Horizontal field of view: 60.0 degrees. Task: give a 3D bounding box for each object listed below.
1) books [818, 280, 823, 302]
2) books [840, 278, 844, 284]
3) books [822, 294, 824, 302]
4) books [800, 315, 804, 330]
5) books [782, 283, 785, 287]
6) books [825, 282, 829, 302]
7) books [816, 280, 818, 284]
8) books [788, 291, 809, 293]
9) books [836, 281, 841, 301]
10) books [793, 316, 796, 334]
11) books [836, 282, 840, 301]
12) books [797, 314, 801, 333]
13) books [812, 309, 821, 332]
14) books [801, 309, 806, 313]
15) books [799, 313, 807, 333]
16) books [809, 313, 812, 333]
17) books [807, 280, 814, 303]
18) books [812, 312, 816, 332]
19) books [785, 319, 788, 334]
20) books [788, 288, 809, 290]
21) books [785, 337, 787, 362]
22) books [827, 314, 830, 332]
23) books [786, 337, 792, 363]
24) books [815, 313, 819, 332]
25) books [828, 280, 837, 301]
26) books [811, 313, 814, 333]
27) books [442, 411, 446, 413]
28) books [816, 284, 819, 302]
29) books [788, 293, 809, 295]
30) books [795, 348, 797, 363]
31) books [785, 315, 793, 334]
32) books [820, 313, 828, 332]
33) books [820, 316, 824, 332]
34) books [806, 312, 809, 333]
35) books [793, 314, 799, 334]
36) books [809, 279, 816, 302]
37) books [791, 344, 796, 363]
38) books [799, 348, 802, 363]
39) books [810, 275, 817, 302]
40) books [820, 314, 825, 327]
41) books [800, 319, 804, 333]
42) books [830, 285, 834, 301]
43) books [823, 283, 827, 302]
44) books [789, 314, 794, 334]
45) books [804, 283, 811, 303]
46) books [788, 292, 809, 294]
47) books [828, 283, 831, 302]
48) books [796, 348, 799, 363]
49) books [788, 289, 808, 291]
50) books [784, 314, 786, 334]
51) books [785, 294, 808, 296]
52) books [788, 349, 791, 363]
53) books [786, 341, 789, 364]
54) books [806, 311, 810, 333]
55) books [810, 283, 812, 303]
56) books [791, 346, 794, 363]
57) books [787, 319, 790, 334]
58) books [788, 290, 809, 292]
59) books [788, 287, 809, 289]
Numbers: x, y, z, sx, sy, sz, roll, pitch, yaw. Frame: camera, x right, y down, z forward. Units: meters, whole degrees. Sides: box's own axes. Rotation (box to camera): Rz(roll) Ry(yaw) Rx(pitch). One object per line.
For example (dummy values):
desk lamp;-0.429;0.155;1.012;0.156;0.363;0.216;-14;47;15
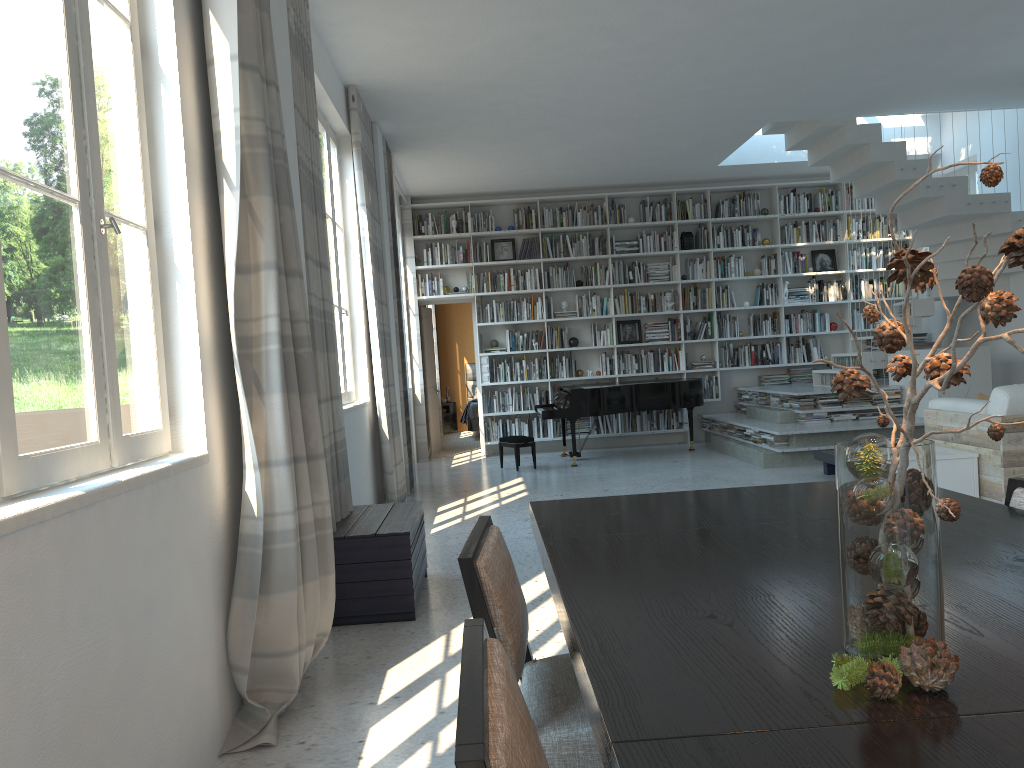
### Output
books;3.854;-1.158;11.125;0.059;0.282;0.167;-4;2;-2
books;4.158;-1.179;11.159;0.029;0.284;0.138;-4;2;-2
books;3.887;-1.159;11.154;0.010;0.278;0.129;-4;2;-2
books;3.627;-0.749;11.136;0.012;0.229;0.179;-4;2;-2
books;3.391;-1.122;11.128;0.028;0.267;0.137;-4;2;-2
books;3.940;-1.149;11.153;0.031;0.250;0.133;-4;2;-2
books;3.817;-1.156;11.137;0.013;0.280;0.131;-4;2;-2
books;3.558;-1.150;11.119;0.285;0.012;0.159;-4;1;-7
books;4.084;-1.160;11.142;0.024;0.255;0.145;-4;2;-2
books;3.520;-0.739;11.125;0.011;0.223;0.162;-4;2;-2
books;4.052;-1.150;11.126;0.041;0.239;0.176;-4;2;-2
books;3.580;-0.751;11.136;0.026;0.239;0.177;-4;2;-2
books;3.819;-0.792;11.130;0.026;0.290;0.181;-4;2;-2
books;3.665;-0.787;11.134;0.013;0.299;0.147;-4;2;-2
books;3.647;-0.763;11.113;0.028;0.255;0.191;-4;2;-2
books;3.720;-0.764;11.143;0.026;0.246;0.165;-4;2;-2
books;3.753;-1.154;11.137;0.012;0.285;0.159;-4;2;-2
books;3.778;-0.772;11.151;0.012;0.254;0.161;-4;2;-2
books;3.419;-0.714;11.129;0.023;0.186;0.159;-4;2;-2
books;3.555;-1.186;11.125;0.285;0.012;0.159;-4;1;-4
books;3.423;-0.424;11.145;0.014;0.337;0.132;-4;2;-2
books;3.949;-0.767;11.147;0.027;0.223;0.170;-4;2;-2
books;3.484;-0.423;11.161;0.013;0.327;0.130;-4;2;-2
books;3.797;-0.767;11.127;0.023;0.244;0.189;-4;2;-2
books;4.020;-1.163;11.122;0.021;0.271;0.191;-4;2;-2
books;3.741;-0.766;11.124;0.014;0.249;0.177;-4;2;-2
books;-1.231;0.485;15.232;0.128;0.030;0.182;-3;1;20
books;3.798;-1.132;11.120;0.030;0.236;0.179;-4;2;-2
books;3.559;-1.126;11.125;0.285;0.012;0.159;-4;1;-5
books;3.544;-0.368;11.155;0.025;0.210;0.137;-4;2;-2
books;3.466;-0.746;11.124;0.047;0.244;0.177;-4;2;-2
books;3.923;-0.772;11.144;0.025;0.235;0.181;-4;2;-2
books;3.860;-0.750;11.137;0.030;0.201;0.189;-4;2;-2
books;3.679;-0.769;11.118;0.012;0.262;0.186;-4;2;-2
books;3.545;-0.752;11.120;0.045;0.246;0.185;-4;2;-2
books;3.765;-1.161;11.111;0.011;0.300;0.184;-4;2;-2
books;3.524;-0.383;11.142;0.015;0.243;0.156;-4;2;-2
books;3.600;-0.359;11.150;0.024;0.185;0.149;-4;2;-2
books;3.775;-1.182;11.110;0.010;0.339;0.180;-4;2;-2
books;3.892;-0.761;11.153;0.037;0.219;0.139;-4;2;-2
books;3.609;-0.724;11.126;0.027;0.182;0.186;-4;2;-2
books;3.998;-1.134;11.147;0.025;0.213;0.155;-4;2;-2
books;3.910;-1.142;11.134;0.031;0.242;0.147;-4;2;-2
books;3.501;-0.750;11.136;0.024;0.247;0.143;-4;2;-2
books;3.711;-1.135;11.126;0.012;0.254;0.161;-4;2;-2
books;3.558;-1.138;11.127;0.285;0.012;0.159;-4;1;0
books;3.971;-1.143;11.153;0.028;0.235;0.129;-4;2;-2
books;3.573;-0.358;11.157;0.030;0.188;0.140;-4;2;-2
books;3.556;-1.174;11.125;0.254;0.012;0.161;-4;1;0
books;3.399;-0.747;11.138;0.012;0.254;0.161;-4;2;-2
books;3.560;-1.114;11.121;0.254;0.012;0.161;-4;1;3
books;3.465;-0.365;11.163;0.033;0.213;0.140;-4;2;-2
books;3.439;-0.399;11.150;0.015;0.287;0.138;-4;2;-2
books;3.700;-0.775;11.139;0.011;0.272;0.152;-4;2;-2
books;3.728;-1.133;11.145;0.023;0.247;0.138;-4;2;-2
books;3.506;-0.367;11.152;0.023;0.214;0.163;-4;2;-2
books;3.441;-0.714;11.127;0.022;0.184;0.162;-4;2;-2
books;3.557;-1.162;11.126;0.285;0.012;0.159;-4;1;0
books;3.554;-1.198;11.124;0.285;0.012;0.159;-4;1;0
